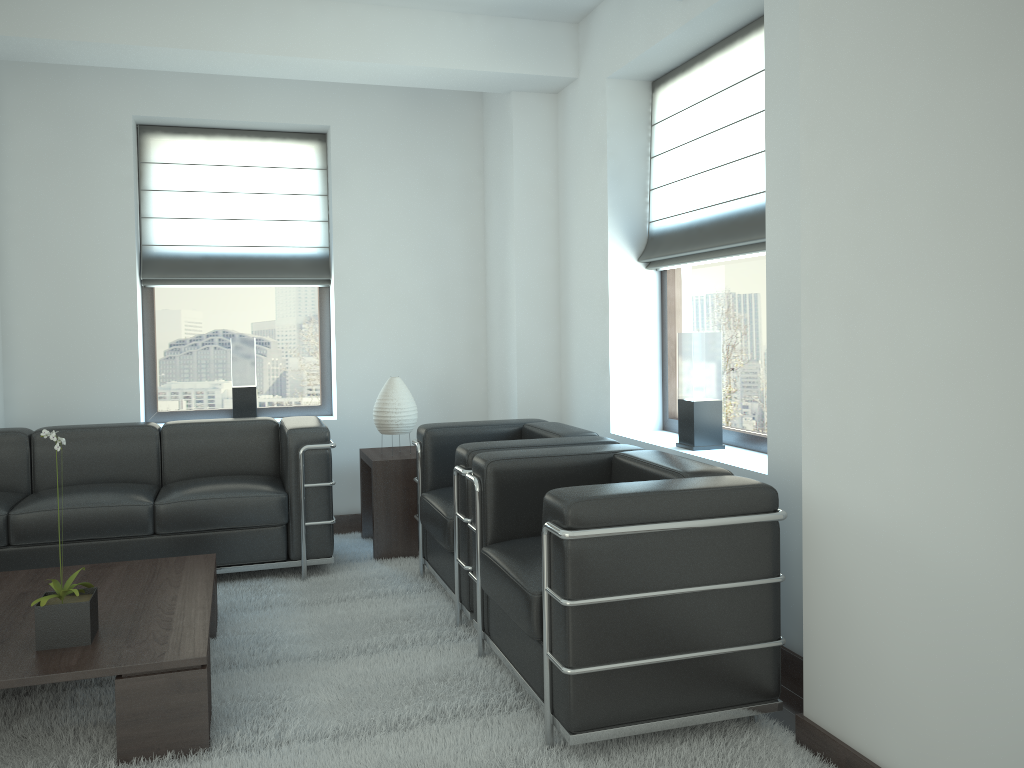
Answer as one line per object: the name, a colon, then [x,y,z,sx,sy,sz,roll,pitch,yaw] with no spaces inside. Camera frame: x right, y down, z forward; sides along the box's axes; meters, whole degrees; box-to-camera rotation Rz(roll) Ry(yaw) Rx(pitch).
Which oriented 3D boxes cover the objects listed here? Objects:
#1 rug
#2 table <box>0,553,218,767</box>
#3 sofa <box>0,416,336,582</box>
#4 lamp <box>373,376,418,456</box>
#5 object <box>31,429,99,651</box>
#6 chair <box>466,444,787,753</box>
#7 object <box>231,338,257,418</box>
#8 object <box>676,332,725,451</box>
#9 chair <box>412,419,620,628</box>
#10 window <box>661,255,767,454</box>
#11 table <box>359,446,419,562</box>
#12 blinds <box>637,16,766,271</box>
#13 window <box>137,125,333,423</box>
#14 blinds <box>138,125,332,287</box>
rug: [-2.337,1.557,5.064,6.253,0.110,5.174,-2,4,-17]
table: [-2.553,1.403,4.549,1.936,0.441,1.923,-2,4,-17]
sofa: [-3.110,0.922,6.594,3.477,1.169,1.124,-2,3,-17]
lamp: [-0.976,0.261,7.423,0.374,0.654,0.375,0,2,12]
object: [-2.106,0.704,4.157,0.252,0.991,0.336,-2,2,-17]
chair: [0.471,0.991,4.560,1.123,1.169,1.647,-2,3,-17]
object: [-2.497,-0.040,8.257,0.239,0.775,0.243,-2,2,-17]
object: [1.262,0.042,5.958,0.239,0.775,0.243,-2,2,-17]
chair: [-0.022,0.899,6.170,1.123,1.169,1.647,-2,3,-17]
window: [1.556,-0.943,5.982,0.146,2.729,2.134,-1,2,-17]
table: [-0.967,1.002,7.507,0.526,0.844,0.787,-2,3,-17]
blinds: [1.386,-1.564,5.911,0.222,1.475,2.125,-1,3,-17]
window: [-2.610,-1.029,8.445,1.701,2.729,0.146,-2,2,-17]
blinds: [-2.567,-1.647,8.276,1.686,1.475,0.222,-2,2,-17]
